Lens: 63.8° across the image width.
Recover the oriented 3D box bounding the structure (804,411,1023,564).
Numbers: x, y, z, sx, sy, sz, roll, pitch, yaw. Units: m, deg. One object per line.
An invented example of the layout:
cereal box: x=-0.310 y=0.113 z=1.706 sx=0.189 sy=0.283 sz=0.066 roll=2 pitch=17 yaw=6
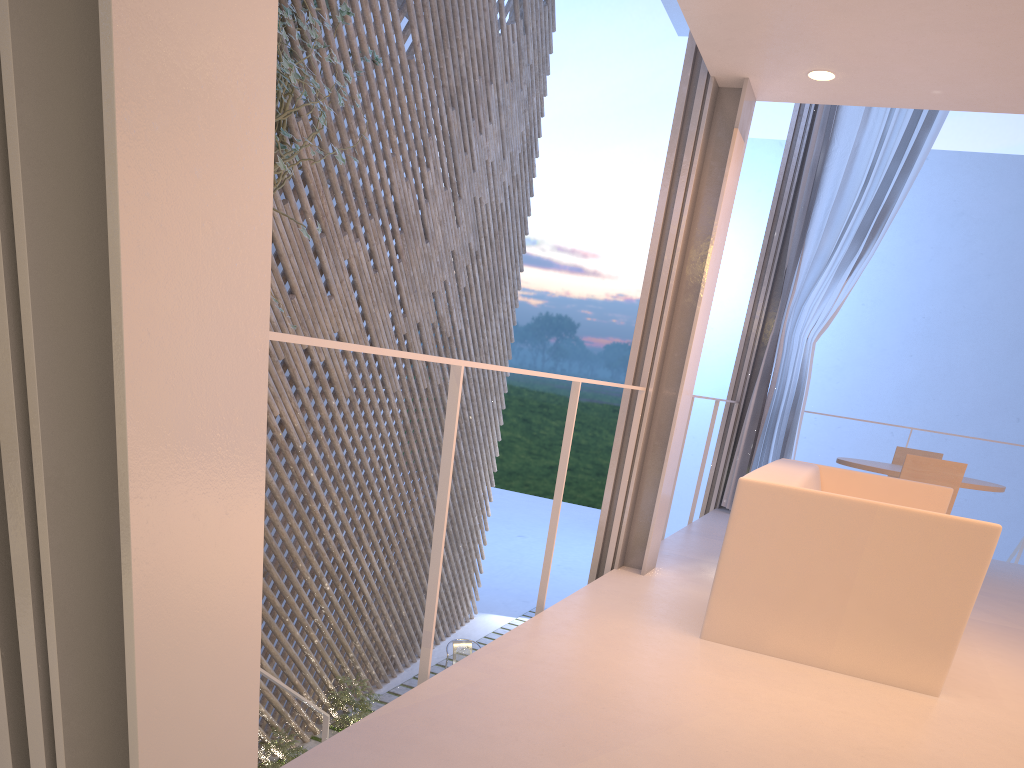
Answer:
structure: x=1.974 y=1.142 z=4.657 sx=1.328 sy=1.951 sz=1.350 roll=14 pitch=15 yaw=20

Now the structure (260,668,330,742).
structure: x=-0.844 y=0.865 z=1.914 sx=1.163 sy=2.135 sz=1.823 roll=12 pitch=13 yaw=15

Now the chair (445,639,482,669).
chair: x=-0.272 y=1.710 z=4.841 sx=0.262 sy=0.414 sz=0.224 roll=0 pitch=17 yaw=-28

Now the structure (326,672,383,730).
structure: x=-0.827 y=1.677 z=4.351 sx=0.294 sy=0.353 sz=0.289 roll=10 pitch=12 yaw=6

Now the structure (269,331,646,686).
structure: x=-0.006 y=0.266 z=1.535 sx=0.027 sy=0.600 sz=1.622 roll=16 pitch=6 yaw=23

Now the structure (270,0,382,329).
structure: x=-0.797 y=-1.340 z=2.688 sx=0.731 sy=2.963 sz=2.178 roll=13 pitch=14 yaw=14

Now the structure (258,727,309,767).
structure: x=-1.057 y=1.690 z=3.790 sx=0.255 sy=0.284 sz=0.251 roll=15 pitch=13 yaw=27

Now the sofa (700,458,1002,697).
sofa: x=0.849 y=0.435 z=2.104 sx=0.485 sy=0.400 sz=0.937 roll=12 pitch=5 yaw=22

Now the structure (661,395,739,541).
structure: x=0.686 y=0.338 z=3.154 sx=0.027 sy=0.600 sz=1.620 roll=16 pitch=6 yaw=23

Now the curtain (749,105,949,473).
curtain: x=1.487 y=-0.630 z=3.434 sx=0.505 sy=2.636 sz=0.088 roll=13 pitch=20 yaw=14
